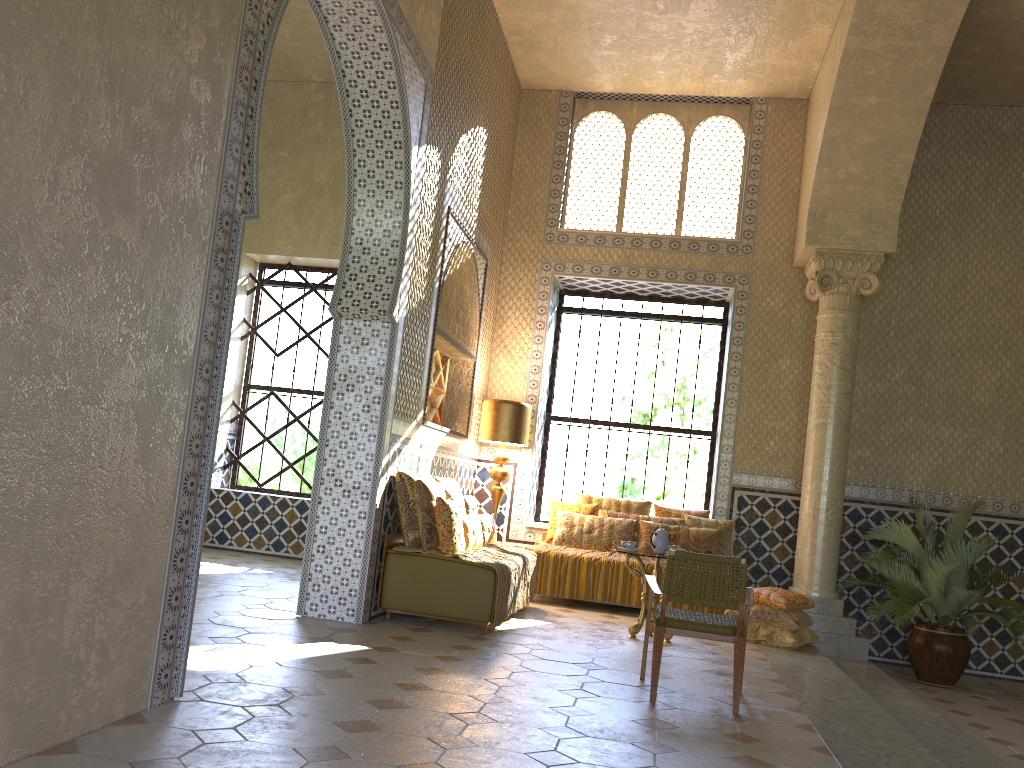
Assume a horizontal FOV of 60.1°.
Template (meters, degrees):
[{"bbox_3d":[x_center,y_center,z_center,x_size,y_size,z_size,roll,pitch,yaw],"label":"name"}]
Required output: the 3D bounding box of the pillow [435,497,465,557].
[{"bbox_3d":[-0.665,1.573,9.703,0.344,0.649,0.688,6,-5,10],"label":"pillow"}]

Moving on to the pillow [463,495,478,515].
[{"bbox_3d":[-0.567,1.752,11.398,0.313,0.635,0.685,6,-5,11],"label":"pillow"}]

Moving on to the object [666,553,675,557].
[{"bbox_3d":[1.868,1.945,9.990,0.255,0.032,0.257,6,-7,6],"label":"object"}]

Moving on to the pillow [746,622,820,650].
[{"bbox_3d":[3.253,3.135,11.176,0.989,0.367,1.049,2,-8,35],"label":"pillow"}]

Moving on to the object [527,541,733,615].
[{"bbox_3d":[1.653,2.783,12.755,2.883,0.715,1.321,5,-6,10],"label":"object"}]

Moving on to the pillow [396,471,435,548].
[{"bbox_3d":[-1.043,1.445,10.151,0.422,0.829,1.199,6,-6,10],"label":"pillow"}]

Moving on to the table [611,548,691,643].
[{"bbox_3d":[1.651,2.462,10.272,1.099,0.977,1.107,2,-7,39],"label":"table"}]

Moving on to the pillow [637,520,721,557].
[{"bbox_3d":[2.397,2.302,12.761,1.190,0.545,0.330,5,-4,10],"label":"pillow"}]

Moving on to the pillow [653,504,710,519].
[{"bbox_3d":[2.505,2.240,13.274,0.854,0.798,0.395,6,-4,10],"label":"pillow"}]

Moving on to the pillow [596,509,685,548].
[{"bbox_3d":[1.872,2.224,13.078,1.340,0.613,0.372,5,-4,10],"label":"pillow"}]

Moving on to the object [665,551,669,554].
[{"bbox_3d":[1.924,2.025,10.623,0.256,0.032,0.256,8,-7,-11],"label":"object"}]

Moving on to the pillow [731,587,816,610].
[{"bbox_3d":[3.293,2.726,11.184,0.803,0.309,0.752,0,-9,44],"label":"pillow"}]

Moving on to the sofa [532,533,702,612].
[{"bbox_3d":[1.701,2.804,12.809,2.846,0.934,1.280,5,-6,10],"label":"sofa"}]

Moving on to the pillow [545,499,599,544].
[{"bbox_3d":[0.889,2.105,13.272,0.740,0.691,0.342,6,-4,10],"label":"pillow"}]

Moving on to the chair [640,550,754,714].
[{"bbox_3d":[1.559,2.006,7.443,0.949,1.205,0.911,6,-5,10],"label":"chair"}]

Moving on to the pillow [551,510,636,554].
[{"bbox_3d":[1.195,2.191,12.970,1.190,0.545,0.330,5,-4,10],"label":"pillow"}]

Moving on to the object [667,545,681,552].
[{"bbox_3d":[1.928,1.987,10.625,0.183,0.100,0.184,7,-6,-1],"label":"object"}]

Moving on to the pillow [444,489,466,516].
[{"bbox_3d":[-0.694,1.615,10.610,0.340,0.690,0.745,6,-5,11],"label":"pillow"}]

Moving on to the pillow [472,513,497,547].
[{"bbox_3d":[-0.370,1.902,11.401,0.271,0.449,0.988,6,-6,10],"label":"pillow"}]

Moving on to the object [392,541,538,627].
[{"bbox_3d":[-0.483,2.292,10.609,1.313,0.715,2.902,5,-7,10],"label":"object"}]

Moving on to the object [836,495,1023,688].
[{"bbox_3d":[5.743,2.684,11.549,2.642,2.493,2.172,7,-5,-3],"label":"object"}]

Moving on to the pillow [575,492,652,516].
[{"bbox_3d":[1.484,2.109,13.396,1.191,0.829,0.424,5,-4,10],"label":"pillow"}]

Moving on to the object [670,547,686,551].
[{"bbox_3d":[1.873,1.907,9.993,0.183,0.100,0.184,6,-6,6],"label":"object"}]

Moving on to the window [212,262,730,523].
[{"bbox_3d":[-0.848,0.203,14.819,8.478,3.977,0.576,6,-4,6],"label":"window"}]

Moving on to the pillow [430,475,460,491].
[{"bbox_3d":[-0.848,1.605,11.327,0.422,0.829,1.199,6,-6,10],"label":"pillow"}]

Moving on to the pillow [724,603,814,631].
[{"bbox_3d":[3.255,2.932,11.182,0.930,0.346,0.886,3,-7,30],"label":"pillow"}]

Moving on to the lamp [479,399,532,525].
[{"bbox_3d":[-0.219,1.659,13.119,0.739,2.804,0.737,8,-4,-21],"label":"lamp"}]

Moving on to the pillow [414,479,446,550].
[{"bbox_3d":[-0.887,1.475,9.894,0.383,0.777,0.838,6,-5,11],"label":"pillow"}]

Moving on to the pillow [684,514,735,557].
[{"bbox_3d":[2.857,2.287,12.929,0.740,0.691,0.342,6,-4,10],"label":"pillow"}]

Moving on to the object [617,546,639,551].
[{"bbox_3d":[1.359,1.931,10.365,0.256,0.032,0.256,8,-7,-11],"label":"object"}]

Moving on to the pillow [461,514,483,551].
[{"bbox_3d":[-0.523,1.777,10.480,0.271,0.449,0.988,6,-6,10],"label":"pillow"}]

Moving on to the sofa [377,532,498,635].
[{"bbox_3d":[-0.543,2.296,10.631,1.272,0.933,2.866,5,-6,10],"label":"sofa"}]

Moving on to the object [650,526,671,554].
[{"bbox_3d":[1.734,1.825,10.350,0.273,0.322,0.200,7,-4,-1],"label":"object"}]

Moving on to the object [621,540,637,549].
[{"bbox_3d":[1.363,1.893,10.367,0.184,0.100,0.183,7,-6,-9],"label":"object"}]
